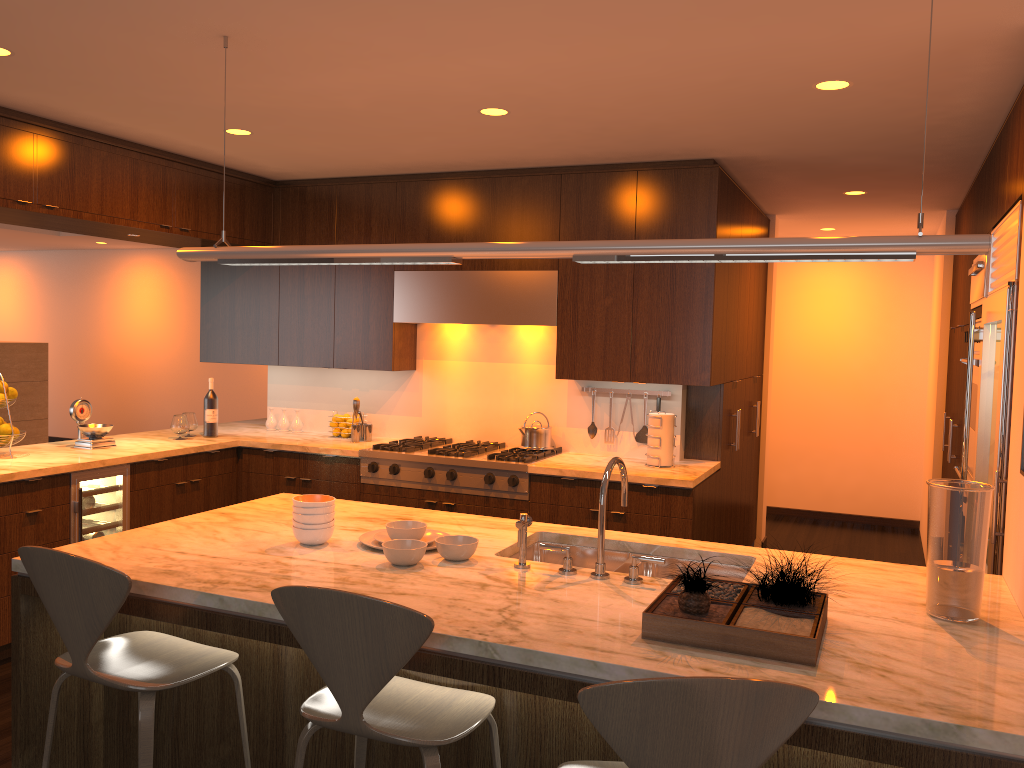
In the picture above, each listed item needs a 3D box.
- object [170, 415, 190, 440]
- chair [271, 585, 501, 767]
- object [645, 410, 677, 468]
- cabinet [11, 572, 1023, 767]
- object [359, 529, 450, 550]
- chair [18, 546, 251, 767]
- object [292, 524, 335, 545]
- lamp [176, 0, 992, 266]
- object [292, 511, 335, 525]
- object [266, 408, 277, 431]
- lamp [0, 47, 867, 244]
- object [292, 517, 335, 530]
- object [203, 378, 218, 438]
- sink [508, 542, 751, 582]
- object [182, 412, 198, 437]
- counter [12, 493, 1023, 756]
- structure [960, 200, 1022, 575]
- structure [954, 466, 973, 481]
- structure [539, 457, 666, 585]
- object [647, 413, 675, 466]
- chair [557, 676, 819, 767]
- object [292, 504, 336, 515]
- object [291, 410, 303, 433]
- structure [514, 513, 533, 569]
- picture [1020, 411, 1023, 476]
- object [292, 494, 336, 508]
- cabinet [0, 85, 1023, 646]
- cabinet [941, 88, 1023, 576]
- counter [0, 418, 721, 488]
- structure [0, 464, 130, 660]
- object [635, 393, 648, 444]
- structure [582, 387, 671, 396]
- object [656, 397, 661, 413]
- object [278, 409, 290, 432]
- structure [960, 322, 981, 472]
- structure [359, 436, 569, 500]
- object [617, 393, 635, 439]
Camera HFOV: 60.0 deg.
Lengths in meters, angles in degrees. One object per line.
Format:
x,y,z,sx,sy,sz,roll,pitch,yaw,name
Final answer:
-2.056,0.268,5.495,0.112,0.151,0.112,4,4,41,object
-0.307,0.963,2.195,0.520,1.047,0.506,3,3,23,chair
0.822,0.304,4.930,0.168,0.304,0.160,0,3,-23,object
0.007,1.029,2.705,2.713,0.876,1.281,3,3,23,cabinet
-0.350,0.519,2.934,0.310,0.021,0.309,3,3,23,object
-1.053,0.927,2.464,0.520,1.047,0.506,3,3,28,chair
-0.651,0.493,2.908,0.140,0.059,0.139,2,3,14,object
0.020,-0.738,2.589,2.465,0.765,0.120,3,3,23,lamp
-0.650,0.446,2.905,0.140,0.062,0.139,3,3,23,object
-1.667,0.243,6.145,0.079,0.154,0.079,2,3,6,object
-5.688,-1.653,7.894,16.431,0.171,5.868,3,3,23,lamp
-0.650,0.468,2.907,0.140,0.068,0.139,2,3,6,object
-1.922,0.150,5.661,0.095,0.378,0.094,-1,4,-42,object
0.365,0.680,2.862,0.813,0.176,0.457,3,3,23,sink
-2.059,0.260,5.649,0.112,0.151,0.112,4,4,41,object
0.020,0.573,2.681,2.711,0.038,1.280,3,3,23,counter
2.149,0.424,3.427,0.687,2.129,0.915,3,3,23,structure
2.211,0.693,4.347,0.064,0.544,0.710,3,3,23,structure
0.295,0.395,2.601,0.321,0.341,0.310,0,4,-29,structure
0.825,0.307,4.922,0.144,0.286,0.149,2,3,5,object
0.308,1.003,1.768,0.520,1.047,0.506,2,3,-2,chair
-0.649,0.425,2.904,0.140,0.064,0.139,1,3,-3,object
-1.467,0.253,6.056,0.079,0.154,0.079,2,3,6,object
0.032,0.473,2.679,0.050,0.161,0.067,3,3,23,structure
1.271,0.098,2.132,0.012,0.300,0.496,3,3,23,picture
-0.649,0.403,2.903,0.140,0.062,0.139,4,4,31,object
-0.342,-0.090,3.583,5.521,2.997,7.728,3,3,23,cabinet
2.616,0.179,4.409,0.690,2.540,3.924,3,3,23,cabinet
-0.789,0.421,5.074,3.616,0.038,3.187,3,3,23,counter
-0.771,0.883,5.154,3.400,0.862,3.060,3,3,23,structure
0.782,0.200,5.191,0.112,0.303,0.036,3,3,23,object
0.668,0.045,5.222,0.541,0.031,0.048,3,3,26,structure
0.847,0.219,5.146,0.063,0.281,0.063,2,3,0,object
-1.568,0.248,6.101,0.079,0.154,0.079,2,3,6,object
2.508,0.353,4.207,0.687,1.294,0.743,3,3,23,structure
-0.256,0.389,5.353,1.067,0.422,0.824,3,3,23,structure
0.675,0.187,5.218,0.114,0.271,0.008,3,3,23,object
